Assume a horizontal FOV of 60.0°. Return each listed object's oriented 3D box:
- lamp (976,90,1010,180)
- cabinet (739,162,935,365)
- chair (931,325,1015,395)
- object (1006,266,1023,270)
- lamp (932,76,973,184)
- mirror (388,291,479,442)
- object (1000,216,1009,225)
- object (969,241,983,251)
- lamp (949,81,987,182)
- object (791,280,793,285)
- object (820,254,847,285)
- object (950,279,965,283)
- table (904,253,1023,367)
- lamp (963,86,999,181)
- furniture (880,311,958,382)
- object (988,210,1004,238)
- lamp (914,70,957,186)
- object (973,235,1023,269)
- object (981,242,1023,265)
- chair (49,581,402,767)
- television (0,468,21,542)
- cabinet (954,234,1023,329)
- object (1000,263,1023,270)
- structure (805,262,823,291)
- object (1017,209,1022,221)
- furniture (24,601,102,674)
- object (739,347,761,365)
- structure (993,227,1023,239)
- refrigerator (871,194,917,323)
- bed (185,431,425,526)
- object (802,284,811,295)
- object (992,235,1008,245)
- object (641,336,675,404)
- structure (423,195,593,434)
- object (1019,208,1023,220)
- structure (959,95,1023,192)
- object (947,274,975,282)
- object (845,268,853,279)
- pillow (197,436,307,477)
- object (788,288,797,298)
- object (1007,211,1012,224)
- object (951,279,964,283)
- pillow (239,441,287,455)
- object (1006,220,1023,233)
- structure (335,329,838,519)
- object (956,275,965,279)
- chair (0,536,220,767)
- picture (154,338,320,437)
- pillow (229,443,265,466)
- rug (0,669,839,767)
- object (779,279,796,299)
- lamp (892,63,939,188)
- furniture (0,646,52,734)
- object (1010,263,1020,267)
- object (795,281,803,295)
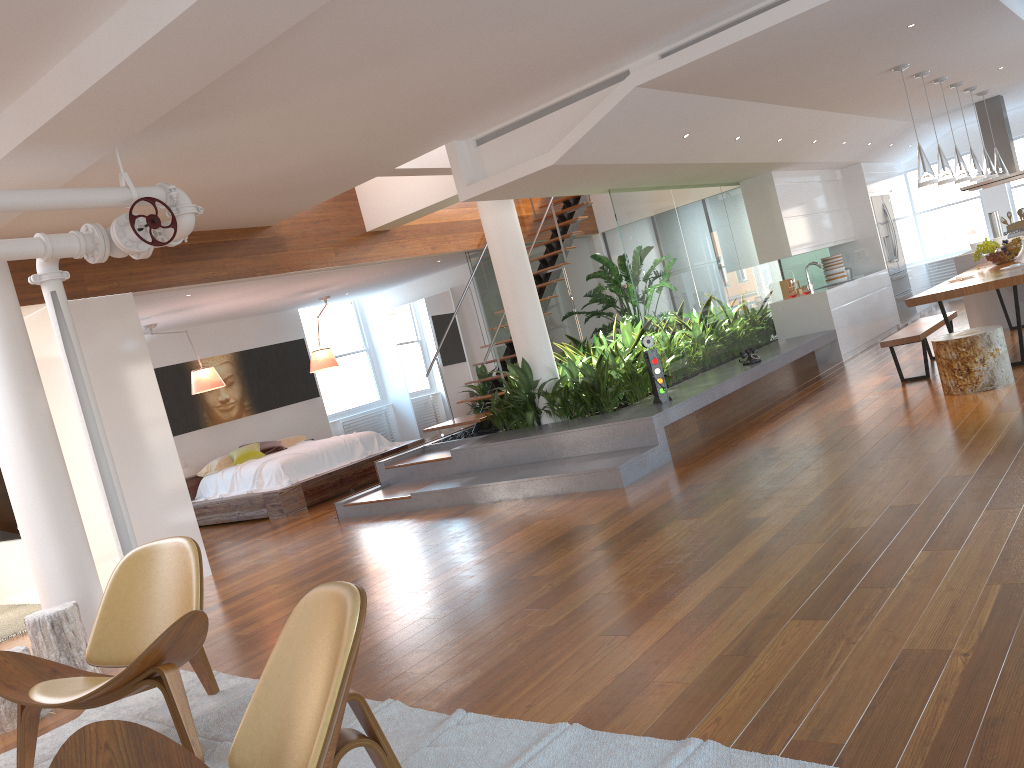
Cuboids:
[{"bbox_3d":[5.433,-2.856,10.046,0.160,1.060,0.160,-16,3,-24],"label":"lamp"},{"bbox_3d":[4.536,-1.743,11.881,0.676,2.280,4.565,-12,4,39],"label":"cabinet"},{"bbox_3d":[3.306,-0.171,6.370,0.460,0.400,0.460,-17,4,-41],"label":"chair"},{"bbox_3d":[4.053,-0.938,7.143,0.158,0.017,0.019,-13,4,34],"label":"object"},{"bbox_3d":[4.138,-2.426,8.359,0.160,1.060,0.160,-16,3,-24],"label":"lamp"},{"bbox_3d":[-1.122,-0.220,12.907,1.267,2.044,0.049,-12,4,39],"label":"mirror"},{"bbox_3d":[6.377,-2.043,11.398,0.016,0.259,0.199,-17,4,-41],"label":"object"},{"bbox_3d":[5.026,-1.488,9.581,0.152,0.082,0.152,-15,3,-12],"label":"object"},{"bbox_3d":[4.570,-2.569,8.921,0.160,1.060,0.160,-16,3,-24],"label":"lamp"},{"bbox_3d":[3.386,-1.158,10.707,0.040,0.192,0.042,-15,3,-1],"label":"object"},{"bbox_3d":[4.216,-1.499,11.610,0.266,0.356,0.267,-16,3,-25],"label":"object"},{"bbox_3d":[3.746,-0.866,7.465,0.164,0.006,0.017,-12,4,44],"label":"object"},{"bbox_3d":[5.263,-0.979,8.961,0.893,0.704,5.996,-12,4,39],"label":"table"},{"bbox_3d":[5.001,-2.712,9.483,0.160,1.060,0.160,-16,3,-24],"label":"lamp"},{"bbox_3d":[3.636,-0.324,7.800,0.316,0.389,1.433,-12,4,39],"label":"furniture"},{"bbox_3d":[5.843,-1.902,10.671,0.172,0.356,0.120,-15,3,-3],"label":"object"},{"bbox_3d":[3.707,-2.283,7.797,0.160,1.060,0.160,-16,3,-24],"label":"lamp"},{"bbox_3d":[4.503,-1.241,8.190,0.394,0.284,0.292,-15,3,3],"label":"object"},{"bbox_3d":[4.530,-1.182,8.166,0.360,0.159,0.360,-15,3,2],"label":"object"},{"bbox_3d":[-0.644,0.941,1.838,0.867,0.752,0.856,-15,3,-1],"label":"chair"},{"bbox_3d":[-4.264,0.965,7.617,1.075,0.729,0.091,-12,4,39],"label":"television"},{"bbox_3d":[5.826,-1.261,10.254,0.597,0.832,2.936,-12,4,39],"label":"cabinet"},{"bbox_3d":[4.106,-0.956,7.234,0.222,0.020,0.222,-13,3,31],"label":"object"},{"bbox_3d":[3.866,-1.288,11.219,0.248,0.536,0.115,-12,4,39],"label":"structure"},{"bbox_3d":[6.492,-2.086,11.301,0.061,0.299,0.040,-13,4,36],"label":"object"},{"bbox_3d":[-2.414,1.410,4.741,0.290,0.418,0.298,-15,3,2],"label":"furniture"},{"bbox_3d":[2.275,-0.271,8.536,0.216,0.155,0.181,-15,3,4],"label":"object"},{"bbox_3d":[6.262,-1.879,10.945,0.520,0.073,0.650,-12,4,39],"label":"structure"},{"bbox_3d":[5.076,-1.691,12.435,0.725,1.772,0.908,-12,4,39],"label":"refrigerator"},{"bbox_3d":[-2.611,1.059,10.629,2.314,0.595,2.207,-12,4,39],"label":"bed"},{"bbox_3d":[3.404,-1.090,10.258,0.094,0.106,0.094,-12,4,44],"label":"object"},{"bbox_3d":[5.142,-1.505,9.329,0.152,0.082,0.152,-15,3,0],"label":"object"},{"bbox_3d":[1.188,-0.123,7.202,0.134,0.565,0.318,-15,3,-15],"label":"object"},{"bbox_3d":[0.928,-1.864,9.791,2.552,4.265,4.591,-12,4,39],"label":"structure"},{"bbox_3d":[6.507,-2.088,11.264,0.057,0.299,0.019,-12,4,39],"label":"object"},{"bbox_3d":[5.910,-3.160,10.853,0.909,1.405,0.900,-12,4,39],"label":"structure"},{"bbox_3d":[3.814,-0.895,7.535,0.222,0.020,0.222,-15,3,-11],"label":"object"},{"bbox_3d":[4.441,-1.490,11.935,0.284,0.196,0.265,-15,3,-9],"label":"object"},{"bbox_3d":[-3.195,0.882,10.973,0.467,0.212,1.410,-12,4,37],"label":"pillow"},{"bbox_3d":[3.294,-1.069,10.408,0.094,0.106,0.094,-12,4,44],"label":"object"},{"bbox_3d":[6.401,-2.067,11.376,0.055,0.299,0.027,-12,4,39],"label":"object"},{"bbox_3d":[3.724,-0.863,7.440,0.149,0.014,0.044,-12,4,37],"label":"object"},{"bbox_3d":[-3.045,0.778,10.808,0.534,0.185,0.372,-16,3,-22],"label":"pillow"},{"bbox_3d":[6.506,-2.008,11.297,0.353,0.157,0.084,-12,4,39],"label":"object"},{"bbox_3d":[1.223,0.247,9.250,3.088,0.386,5.584,-12,4,39],"label":"structure"},{"bbox_3d":[3.812,-0.901,7.535,0.070,0.030,0.079,-15,3,2],"label":"object"},{"bbox_3d":[-1.473,1.075,3.431,0.856,0.752,0.867,-12,4,44],"label":"chair"},{"bbox_3d":[-3.707,0.061,11.363,0.001,0.854,2.969,-12,4,39],"label":"picture"},{"bbox_3d":[-3.052,0.808,10.879,0.805,0.240,1.341,-13,4,35],"label":"pillow"},{"bbox_3d":[-1.563,1.517,2.035,3.525,0.057,3.478,-12,4,43],"label":"rug"},{"bbox_3d":[3.334,-1.152,10.704,0.104,0.222,0.200,-12,4,39],"label":"object"},{"bbox_3d":[3.276,-2.140,7.234,0.160,1.060,0.160,-16,3,-24],"label":"lamp"},{"bbox_3d":[-2.446,1.485,4.330,0.294,0.333,0.292,-14,3,9],"label":"furniture"},{"bbox_3d":[4.105,-0.962,7.234,0.070,0.030,0.079,-15,3,-8],"label":"object"},{"bbox_3d":[3.499,-1.179,10.890,0.100,0.170,0.173,-12,4,40],"label":"object"}]
